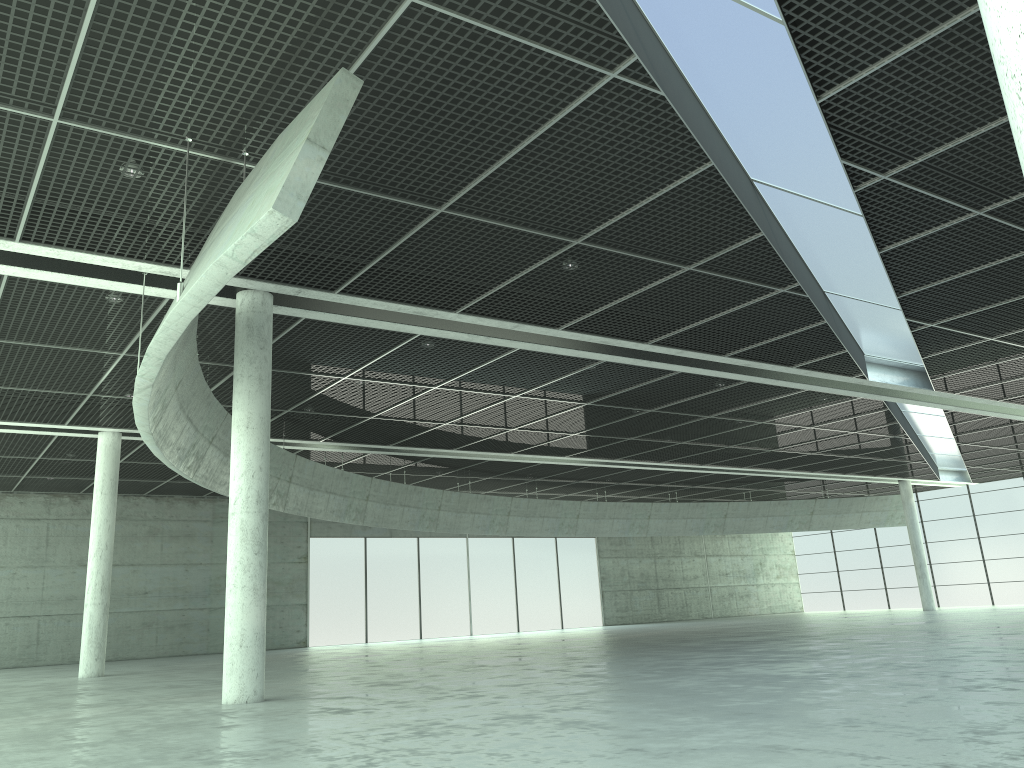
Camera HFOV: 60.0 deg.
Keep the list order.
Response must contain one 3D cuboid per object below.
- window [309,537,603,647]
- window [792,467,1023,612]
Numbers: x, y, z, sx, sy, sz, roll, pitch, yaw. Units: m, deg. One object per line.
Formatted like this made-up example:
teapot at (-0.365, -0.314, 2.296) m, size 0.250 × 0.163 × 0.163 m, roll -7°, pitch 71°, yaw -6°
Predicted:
window at (-4.261, 22.281, 88.059) m, size 33.510 × 10.660 × 0.159 m, roll 7°, pitch -19°, yaw -33°
window at (23.233, 6.915, 49.454) m, size 100.730 × 16.077 × 99.642 m, roll 7°, pitch -19°, yaw -33°
